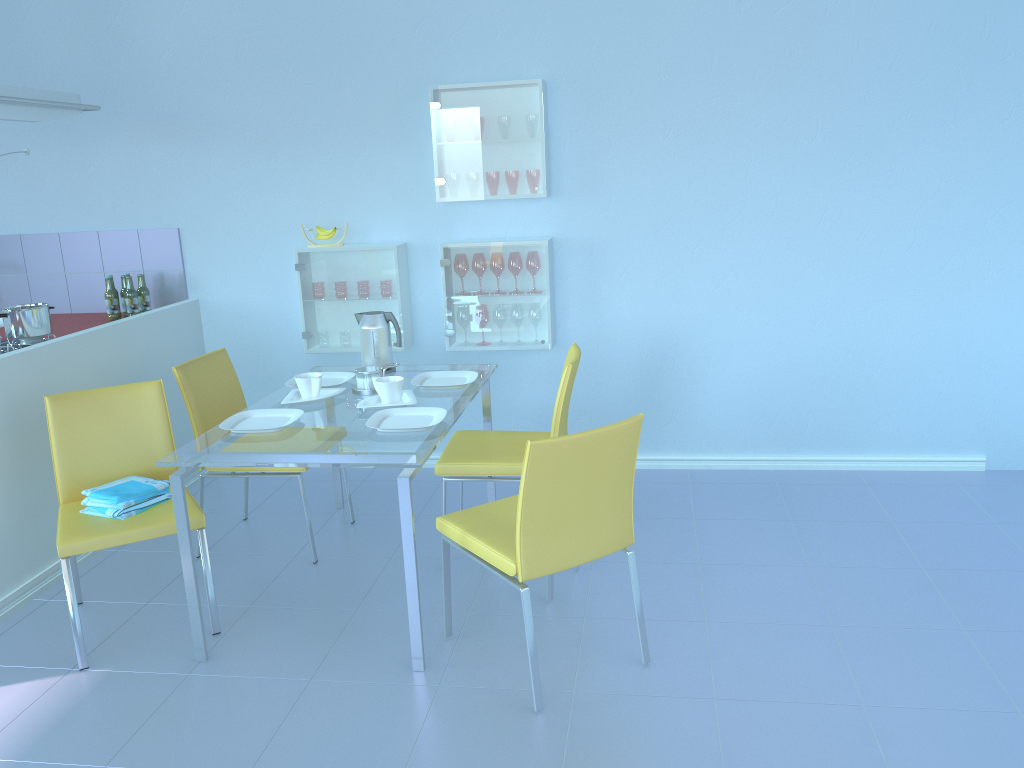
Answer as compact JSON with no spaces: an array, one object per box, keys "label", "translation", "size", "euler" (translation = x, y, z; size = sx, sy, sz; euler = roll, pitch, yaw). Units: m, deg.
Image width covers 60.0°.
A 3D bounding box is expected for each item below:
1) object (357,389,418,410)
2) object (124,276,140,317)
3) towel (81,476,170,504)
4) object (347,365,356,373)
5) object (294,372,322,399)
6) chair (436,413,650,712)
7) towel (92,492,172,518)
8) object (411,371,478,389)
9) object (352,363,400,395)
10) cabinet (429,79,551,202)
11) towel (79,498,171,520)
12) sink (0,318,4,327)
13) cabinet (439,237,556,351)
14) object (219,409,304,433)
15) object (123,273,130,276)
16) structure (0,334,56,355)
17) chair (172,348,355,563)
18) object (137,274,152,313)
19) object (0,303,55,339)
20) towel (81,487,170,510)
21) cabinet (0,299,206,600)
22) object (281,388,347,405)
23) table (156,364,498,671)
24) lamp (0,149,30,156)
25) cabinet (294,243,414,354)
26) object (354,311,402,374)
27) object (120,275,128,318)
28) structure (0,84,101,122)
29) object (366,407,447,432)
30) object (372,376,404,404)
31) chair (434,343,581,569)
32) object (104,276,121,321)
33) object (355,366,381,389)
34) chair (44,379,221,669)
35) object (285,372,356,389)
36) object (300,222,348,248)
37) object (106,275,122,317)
[{"label":"object","translation":[-0.403,0.057,2.848],"size":[0.190,0.020,0.194],"euler":[-5,14,-9]},{"label":"object","translation":[-1.642,-0.371,3.828],"size":[0.052,0.187,0.052],"euler":[4,15,27]},{"label":"towel","translation":[-1.157,0.315,2.664],"size":[0.195,0.033,0.190],"euler":[7,17,35]},{"label":"object","translation":[-0.519,-0.029,3.017],"size":[0.077,0.079,0.023],"euler":[-9,15,-25]},{"label":"object","translation":[-0.671,0.014,2.937],"size":[0.091,0.083,0.111],"euler":[-5,14,-9]},{"label":"chair","translation":[0.080,0.402,2.379],"size":[0.387,0.695,0.484],"euler":[-11,16,-32]},{"label":"towel","translation":[-1.152,0.346,2.667],"size":[0.195,0.024,0.201],"euler":[6,16,33]},{"label":"object","translation":[-0.234,-0.011,3.091],"size":[0.228,0.020,0.228],"euler":[-1,14,6]},{"label":"object","translation":[-0.468,-0.017,3.034],"size":[0.166,0.081,0.123],"euler":[-3,14,1]},{"label":"cabinet","translation":[-0.085,-0.977,3.588],"size":[0.450,0.450,0.173],"euler":[-1,14,9]},{"label":"towel","translation":[-1.157,0.360,2.670],"size":[0.195,0.024,0.201],"euler":[5,15,28]},{"label":"sink","translation":[-2.343,-0.170,3.898],"size":[0.326,0.172,0.428],"euler":[-1,14,9]},{"label":"cabinet","translation":[-0.056,-0.375,3.733],"size":[0.450,0.450,0.173],"euler":[-1,14,9]},{"label":"object","translation":[-0.752,0.114,2.675],"size":[0.228,0.020,0.228],"euler":[-1,14,6]},{"label":"object","translation":[-1.694,-0.395,3.930],"size":[0.052,0.190,0.052],"euler":[-9,15,-25]},{"label":"structure","translation":[-1.904,-0.119,3.135],"size":[0.500,0.047,0.600],"euler":[-1,14,9]},{"label":"chair","translation":[-0.902,0.240,3.243],"size":[0.484,0.695,0.387],"euler":[0,14,11]},{"label":"object","translation":[-1.616,-0.387,3.890],"size":[0.052,0.187,0.052],"euler":[4,15,27]},{"label":"object","translation":[-1.776,-0.232,3.250],"size":[0.157,0.106,0.170],"euler":[-5,14,-7]},{"label":"towel","translation":[-1.157,0.331,2.664],"size":[0.195,0.027,0.192],"euler":[5,16,29]},{"label":"cabinet","translation":[-2.656,0.267,3.280],"size":[2.200,0.800,2.139],"euler":[-1,14,9]},{"label":"object","translation":[-0.656,0.045,2.946],"size":[0.190,0.020,0.194],"euler":[-3,14,0]},{"label":"table","translation":[-0.489,0.353,2.939],"size":[0.730,0.590,1.173],"euler":[-1,14,9]},{"label":"lamp","translation":[-2.211,-0.945,3.815],"size":[0.037,0.134,0.400],"euler":[-1,14,9]},{"label":"cabinet","translation":[-0.679,-0.370,3.833],"size":[0.450,0.450,0.173],"euler":[-1,14,9]},{"label":"object","translation":[-0.504,-0.158,3.322],"size":[0.146,0.222,0.132],"euler":[-13,17,-37]},{"label":"object","translation":[-1.680,-0.380,3.873],"size":[0.052,0.187,0.052],"euler":[4,15,27]},{"label":"structure","translation":[-1.955,-1.330,2.840],"size":[0.695,0.962,0.895],"euler":[-1,14,9]},{"label":"object","translation":[-0.309,0.108,2.613],"size":[0.228,0.020,0.228],"euler":[-1,14,6]},{"label":"object","translation":[-0.391,0.023,2.845],"size":[0.091,0.083,0.111],"euler":[-7,14,-18]},{"label":"chair","translation":[0.005,0.237,3.073],"size":[0.484,0.695,0.387],"euler":[-1,14,7]},{"label":"object","translation":[-1.730,-0.369,3.831],"size":[0.052,0.190,0.052],"euler":[-9,15,-25]},{"label":"object","translation":[-0.489,-0.016,3.034],"size":[0.087,0.071,0.090],"euler":[-9,15,-25]},{"label":"chair","translation":[-1.167,0.387,2.689],"size":[0.387,0.695,0.484],"euler":[-10,15,-26]},{"label":"object","translation":[-0.682,-0.008,3.169],"size":[0.228,0.020,0.228],"euler":[0,14,11]},{"label":"object","translation":[-0.800,-0.637,3.796],"size":[0.203,0.100,0.077],"euler":[-2,14,2]},{"label":"object","translation":[-1.753,-0.383,3.891],"size":[0.052,0.190,0.052],"euler":[-9,15,-25]}]
